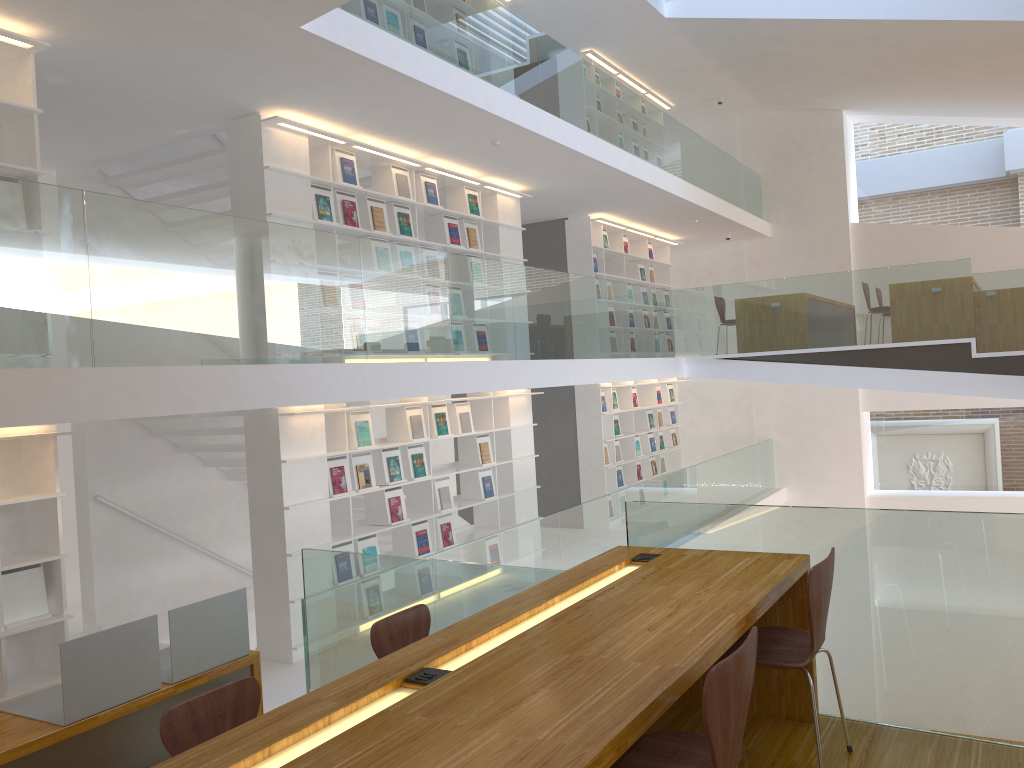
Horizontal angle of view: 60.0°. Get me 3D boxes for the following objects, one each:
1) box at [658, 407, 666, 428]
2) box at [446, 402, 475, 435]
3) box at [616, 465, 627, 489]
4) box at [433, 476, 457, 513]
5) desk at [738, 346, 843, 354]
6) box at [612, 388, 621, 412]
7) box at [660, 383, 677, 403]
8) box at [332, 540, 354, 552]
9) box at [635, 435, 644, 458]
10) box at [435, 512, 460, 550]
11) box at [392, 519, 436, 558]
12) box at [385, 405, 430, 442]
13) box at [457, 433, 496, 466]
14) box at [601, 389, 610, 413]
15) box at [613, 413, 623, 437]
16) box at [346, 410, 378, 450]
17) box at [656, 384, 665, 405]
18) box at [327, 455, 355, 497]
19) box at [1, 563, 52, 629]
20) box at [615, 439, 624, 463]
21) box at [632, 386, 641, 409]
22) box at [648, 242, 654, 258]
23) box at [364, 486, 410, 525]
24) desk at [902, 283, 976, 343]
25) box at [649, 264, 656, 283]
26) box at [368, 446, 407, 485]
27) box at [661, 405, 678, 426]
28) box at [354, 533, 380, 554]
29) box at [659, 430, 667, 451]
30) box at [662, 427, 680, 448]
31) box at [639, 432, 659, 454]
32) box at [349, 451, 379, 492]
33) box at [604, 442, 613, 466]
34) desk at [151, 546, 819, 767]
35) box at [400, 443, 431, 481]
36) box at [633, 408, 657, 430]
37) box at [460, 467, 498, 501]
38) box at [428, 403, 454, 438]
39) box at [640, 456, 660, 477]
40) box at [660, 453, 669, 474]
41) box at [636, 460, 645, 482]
[{"bbox_3d":[2.052,0.484,12.839,0.274,0.296,0.245,-3,0,30],"label":"box"},{"bbox_3d":[-2.140,2.167,5.345,0.498,3.764,7.125,-3,0,30],"label":"box"},{"bbox_3d":[1.308,1.190,11.493,0.274,0.296,0.245,-3,0,30],"label":"box"},{"bbox_3d":[-0.684,0.987,7.971,0.274,0.296,0.245,-3,0,30],"label":"box"},{"bbox_3d":[3.618,-0.706,11.029,0.760,0.606,3.194,-3,0,30],"label":"desk"},{"bbox_3d":[1.230,0.207,11.455,0.274,0.296,0.245,-3,0,30],"label":"box"},{"bbox_3d":[2.297,0.139,13.292,0.274,0.296,0.245,-3,0,30],"label":"box"},{"bbox_3d":[-1.351,1.358,6.790,0.274,0.296,0.245,-3,0,30],"label":"box"},{"bbox_3d":[1.620,0.841,12.062,0.274,0.296,0.245,-3,0,30],"label":"box"},{"bbox_3d":[-0.662,1.315,7.977,0.274,0.296,0.245,-3,0,30],"label":"box"},{"bbox_3d":[-0.850,1.327,7.653,0.274,0.296,0.245,-3,0,30],"label":"box"},{"bbox_3d":[-0.902,0.342,7.660,0.274,0.296,0.245,-3,0,30],"label":"box"},{"bbox_3d":[-0.340,0.636,8.595,0.274,0.296,0.245,-3,0,30],"label":"box"},{"bbox_3d":[1.043,0.221,11.133,0.274,0.296,0.245,-3,0,30],"label":"box"},{"bbox_3d":[1.261,0.529,11.477,0.274,0.296,0.245,-3,0,30],"label":"box"},{"bbox_3d":[-1.258,0.364,7.046,0.274,0.296,0.245,-3,0,30],"label":"box"},{"bbox_3d":[2.033,0.157,12.838,0.274,0.296,0.245,-3,0,30],"label":"box"},{"bbox_3d":[-1.392,0.701,6.785,0.274,0.296,0.245,-3,0,30],"label":"box"},{"bbox_3d":[-2.650,1.109,4.711,0.274,0.296,0.245,-3,0,30],"label":"box"},{"bbox_3d":[1.269,0.863,11.458,0.274,0.296,0.245,-3,0,30],"label":"box"},{"bbox_3d":[1.572,0.184,12.040,0.274,0.296,0.245,-3,0,30],"label":"box"},{"bbox_3d":[1.913,-1.901,12.832,0.274,0.296,0.245,-3,0,30],"label":"box"},{"bbox_3d":[-1.038,1.002,7.362,0.274,0.296,0.245,-3,0,30],"label":"box"},{"bbox_3d":[5.203,-0.720,10.106,1.248,0.757,3.196,-3,0,30],"label":"desk"},{"bbox_3d":[1.932,-1.573,12.833,0.274,0.296,0.245,-3,0,30],"label":"box"},{"bbox_3d":[-1.060,0.674,7.356,0.274,0.296,0.245,-3,0,30],"label":"box"},{"bbox_3d":[2.316,0.467,13.293,0.274,0.296,0.245,-3,0,30],"label":"box"},{"bbox_3d":[-1.203,1.349,7.045,0.274,0.296,0.245,-3,0,30],"label":"box"},{"bbox_3d":[2.066,0.812,12.831,0.274,0.296,0.245,-3,0,30],"label":"box"},{"bbox_3d":[2.342,0.795,13.305,0.274,0.296,0.245,-3,0,30],"label":"box"},{"bbox_3d":[1.890,0.824,12.527,0.274,0.296,0.245,-3,0,30],"label":"box"},{"bbox_3d":[-1.250,0.693,7.053,0.274,0.296,0.245,-3,0,30],"label":"box"},{"bbox_3d":[1.080,0.874,11.134,0.274,0.296,0.245,-3,0,30],"label":"box"},{"bbox_3d":[-0.224,1.162,2.216,1.285,0.918,3.236,-3,0,30],"label":"desk"},{"bbox_3d":[-0.886,0.670,7.655,0.274,0.296,0.245,-3,0,30],"label":"box"},{"bbox_3d":[1.871,0.496,12.526,0.274,0.296,0.245,-3,0,30],"label":"box"},{"bbox_3d":[-0.320,0.964,8.597,0.274,0.296,0.245,-3,0,30],"label":"box"},{"bbox_3d":[-0.714,0.330,7.983,0.274,0.296,0.245,-3,0,30],"label":"box"},{"bbox_3d":[1.916,1.151,12.539,0.274,0.296,0.245,-3,0,30],"label":"box"},{"bbox_3d":[2.095,1.140,12.849,0.274,0.296,0.245,-3,0,30],"label":"box"},{"bbox_3d":[1.632,1.169,12.051,0.274,0.296,0.245,-3,0,30],"label":"box"}]
